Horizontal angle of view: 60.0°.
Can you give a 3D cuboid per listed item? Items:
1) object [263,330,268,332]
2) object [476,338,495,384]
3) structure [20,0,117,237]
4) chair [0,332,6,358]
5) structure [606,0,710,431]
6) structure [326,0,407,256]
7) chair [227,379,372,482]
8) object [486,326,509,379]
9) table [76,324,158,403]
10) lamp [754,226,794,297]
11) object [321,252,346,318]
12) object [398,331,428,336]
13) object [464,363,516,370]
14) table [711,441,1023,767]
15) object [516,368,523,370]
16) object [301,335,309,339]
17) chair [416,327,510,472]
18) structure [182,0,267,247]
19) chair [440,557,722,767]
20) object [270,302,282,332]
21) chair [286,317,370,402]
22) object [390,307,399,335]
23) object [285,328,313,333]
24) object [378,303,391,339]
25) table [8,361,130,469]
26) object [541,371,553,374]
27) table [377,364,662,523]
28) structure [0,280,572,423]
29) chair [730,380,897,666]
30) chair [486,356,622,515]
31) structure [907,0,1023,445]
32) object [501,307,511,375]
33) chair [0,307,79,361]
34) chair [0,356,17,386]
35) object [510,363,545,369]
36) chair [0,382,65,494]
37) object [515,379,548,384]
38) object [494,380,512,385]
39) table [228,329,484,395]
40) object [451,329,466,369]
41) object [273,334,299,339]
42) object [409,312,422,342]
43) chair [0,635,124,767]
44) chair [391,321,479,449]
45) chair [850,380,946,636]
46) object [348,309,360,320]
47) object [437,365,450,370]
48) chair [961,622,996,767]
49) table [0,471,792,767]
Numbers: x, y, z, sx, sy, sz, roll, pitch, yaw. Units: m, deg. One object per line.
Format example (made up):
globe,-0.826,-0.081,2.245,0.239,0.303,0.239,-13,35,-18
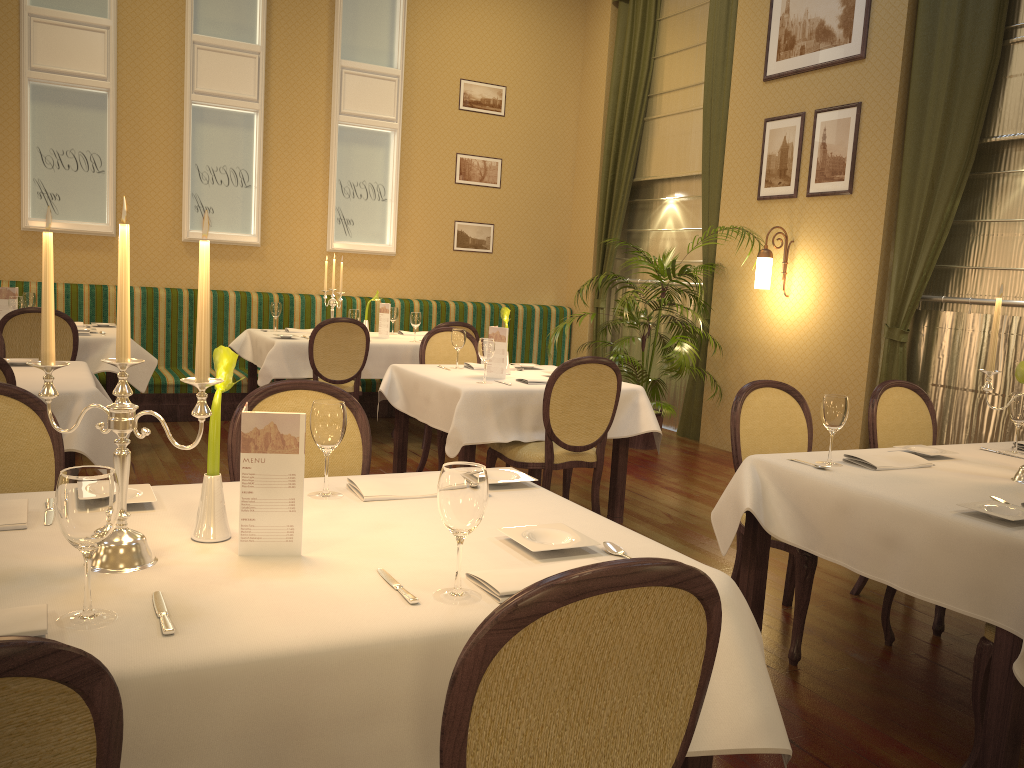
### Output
object,-1.963,-0.426,7.017,0.038,0.015,0.181,0,8,-26
object,-0.134,-0.117,4.519,0.088,0.229,0.088,6,7,20
structure,-3.518,-2.705,7.050,0.687,2.985,0.200,0,8,-28
chair,-2.690,0.142,4.357,0.530,0.955,0.571,-2,9,-38
structure,1.455,-1.862,8.170,0.123,4.511,1.942,0,8,-28
structure,-1.337,-2.710,8.200,0.670,2.985,0.200,0,8,-28
chair,-0.545,0.497,2.537,0.530,0.955,0.571,0,8,-28
object,-0.094,-0.173,4.810,0.081,0.277,0.166,1,7,-21
table,-3.498,0.005,5.863,2.152,0.759,1.385,0,8,-28
lamp,1.931,-0.907,6.554,0.323,0.513,0.114,-2,9,-38
object,-1.401,-0.702,6.941,0.131,0.655,0.390,1,7,-22
object,-0.825,-0.433,7.592,0.273,0.033,0.142,0,8,-28
object,-0.132,-0.103,5.235,0.273,0.033,0.142,0,8,-28
table,1.820,0.684,2.995,2.152,0.759,1.385,0,8,-28
object,0.022,-0.094,5.300,0.038,0.015,0.181,0,8,-26
object,-1.529,-0.345,6.569,0.038,0.015,0.181,0,8,-26
chair,-0.310,0.137,5.609,0.530,0.955,0.571,0,8,-28
structure,-2.460,-2.707,7.608,0.661,2.985,0.200,0,8,-28
chair,-0.017,0.665,1.425,0.530,0.955,0.571,0,8,-28
object,-1.876,-0.532,7.041,0.088,0.229,0.088,6,7,20
chair,-1.327,-0.023,6.405,0.530,0.955,0.571,0,8,-28
object,-1.006,-0.534,7.494,0.088,0.229,0.088,6,7,20
object,-1.666,-0.426,7.107,0.273,0.033,0.142,0,8,-28
object,-1.021,-0.507,7.084,0.081,0.277,0.166,2,7,-11
table,-2.382,0.332,3.743,1.395,0.759,1.389,0,8,-26
object,0.269,-0.049,5.022,0.160,0.024,0.160,0,8,-28
table,0.005,0.327,5.001,1.395,0.759,1.389,0,8,-26
structure,-5.710,-0.255,5.799,14.516,1.031,0.850,0,8,-28
chair,1.136,0.493,3.423,0.530,0.955,0.571,0,8,-28
chair,0.219,0.305,4.496,0.530,0.955,0.571,0,8,-28
structure,3.068,-1.388,5.098,0.134,4.511,1.900,0,8,-28
object,-0.038,-0.246,5.017,0.076,0.375,0.163,3,7,-6
chair,-2.968,-0.019,5.538,0.530,0.955,0.571,0,8,-28
chair,-2.141,0.311,3.251,0.571,0.955,0.530,10,9,42
object,0.092,-0.105,5.387,0.160,0.024,0.160,0,8,-28
chair,-1.215,0.497,2.196,0.571,0.955,0.530,9,9,37
object,0.172,-0.017,4.714,0.273,0.024,0.142,0,8,-28
object,-0.050,-0.010,4.582,0.017,0.010,0.185,0,8,-28
table,-1.109,0.000,7.121,2.152,0.759,1.385,0,8,-28
object,-0.313,-0.204,5.137,0.088,0.229,0.088,6,7,20
object,-1.645,-0.342,6.453,0.160,0.024,0.160,0,8,-28
object,-0.747,-0.439,6.853,0.088,0.229,0.088,6,7,20
chair,-0.758,0.672,0.985,0.571,0.955,0.530,10,9,42
chair,-0.566,-0.020,6.768,0.530,0.955,0.571,0,8,-28
chair,1.819,0.491,3.783,0.530,0.955,0.571,0,8,-28
object,-1.195,-0.448,6.693,0.088,0.229,0.088,6,7,20
object,-0.390,-0.094,5.104,0.017,0.010,0.185,0,8,-27
chair,1.603,0.661,2.278,0.530,0.955,0.571,0,8,-28
table,-0.545,0.689,1.748,2.152,0.759,1.385,0,8,-28
